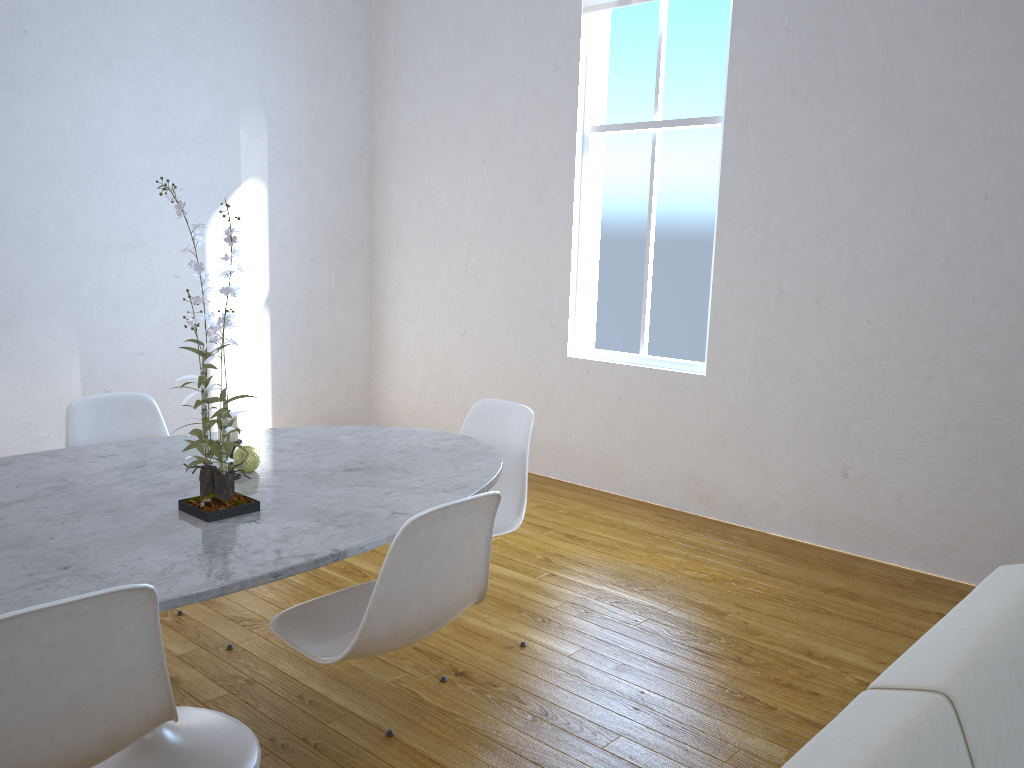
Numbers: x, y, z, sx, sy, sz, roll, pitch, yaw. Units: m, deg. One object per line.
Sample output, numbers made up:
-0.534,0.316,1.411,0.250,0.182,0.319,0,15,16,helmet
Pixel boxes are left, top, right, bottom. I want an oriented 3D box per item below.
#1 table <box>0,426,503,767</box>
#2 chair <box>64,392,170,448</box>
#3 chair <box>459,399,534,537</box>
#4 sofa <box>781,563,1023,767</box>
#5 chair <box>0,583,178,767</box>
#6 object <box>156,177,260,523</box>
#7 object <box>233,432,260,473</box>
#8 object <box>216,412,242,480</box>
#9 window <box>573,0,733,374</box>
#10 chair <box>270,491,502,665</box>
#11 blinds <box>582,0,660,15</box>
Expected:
-0.785,0.543,1.868,1.067,0.626,1.905,10,12,40,table
-1.024,0.228,2.443,0.418,0.354,0.404,11,14,44,chair
-0.159,0.244,2.517,0.404,0.354,0.418,11,13,43,chair
0.985,0.845,0.210,9.695,0.683,5.323,10,12,41,sofa
-0.718,0.420,1.306,0.405,0.354,0.418,-8,14,-44,chair
-0.581,-0.062,1.710,0.166,0.642,0.201,-2,11,-20,object
-0.613,0.156,2.044,0.063,0.092,0.062,2,10,-1,object
-0.632,0.123,1.975,0.059,0.177,0.058,7,12,26,object
0.643,-1.145,3.930,0.772,2.141,0.073,11,14,41,window
-0.247,0.357,1.790,0.418,0.354,0.404,10,13,40,chair
0.612,-1.903,3.725,0.759,0.559,0.007,10,14,41,blinds
